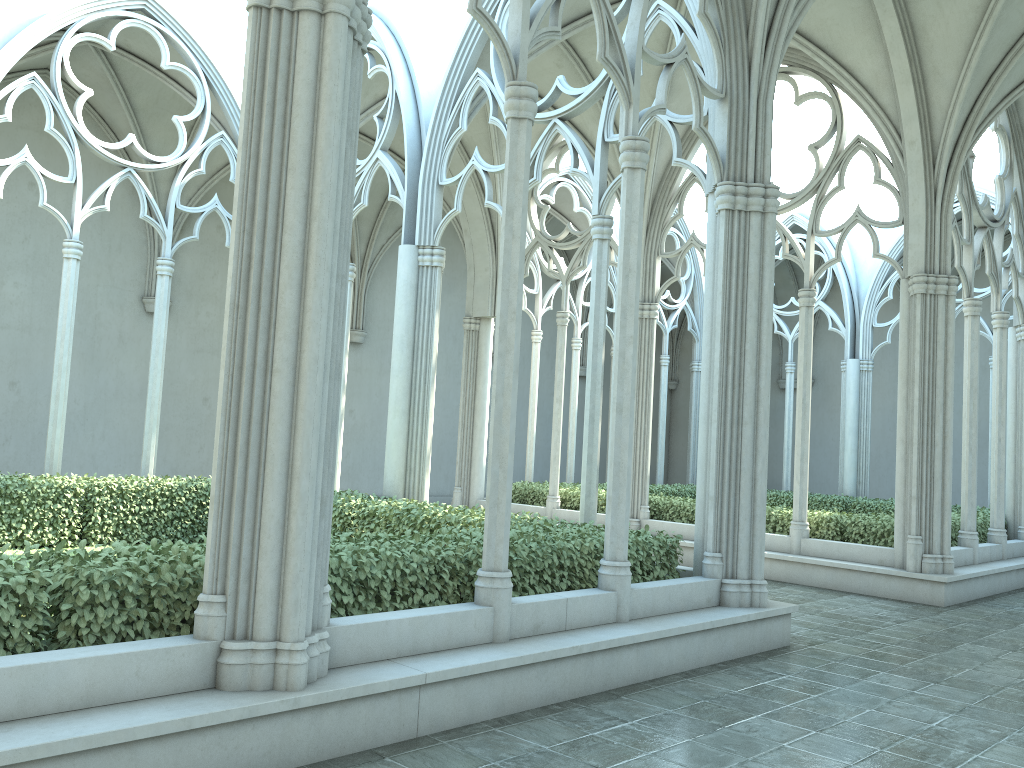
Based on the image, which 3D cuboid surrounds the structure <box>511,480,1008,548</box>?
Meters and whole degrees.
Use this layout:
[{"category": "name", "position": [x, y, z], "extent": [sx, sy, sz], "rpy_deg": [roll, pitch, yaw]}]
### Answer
[{"category": "structure", "position": [5.126, 2.610, 17.133], "extent": [7.995, 0.963, 8.018], "rpy_deg": [-1, -6, 45]}]

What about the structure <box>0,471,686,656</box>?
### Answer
[{"category": "structure", "position": [-4.037, 1.442, 7.894], "extent": [7.995, 0.963, 8.018], "rpy_deg": [-1, -6, 45]}]
